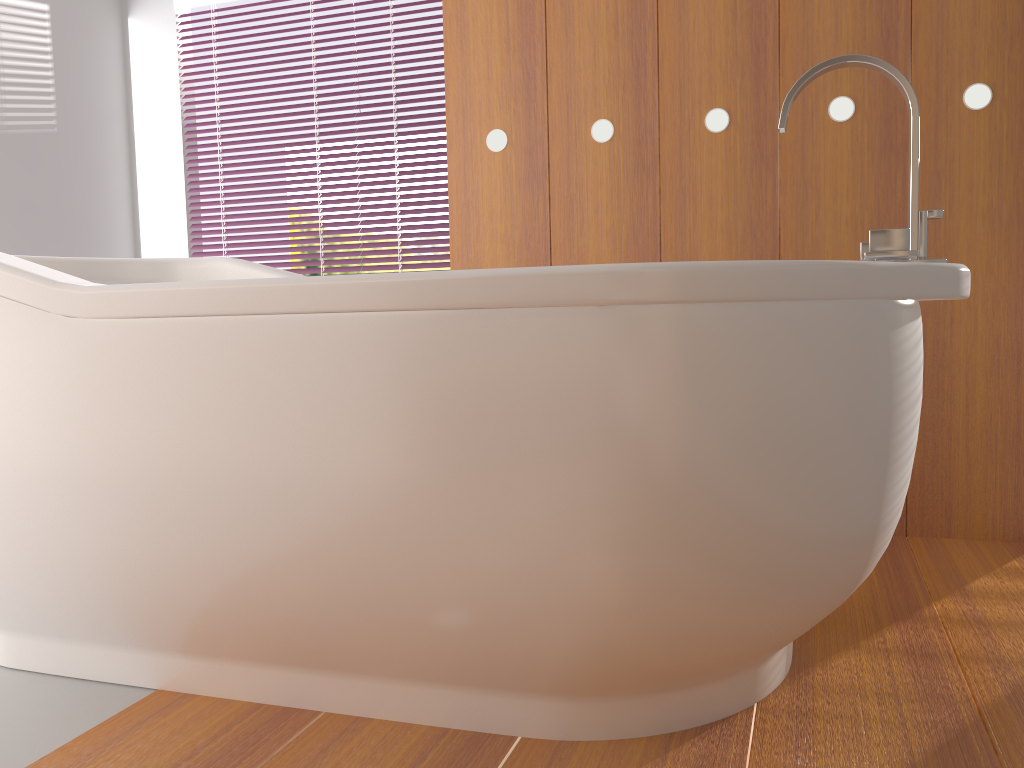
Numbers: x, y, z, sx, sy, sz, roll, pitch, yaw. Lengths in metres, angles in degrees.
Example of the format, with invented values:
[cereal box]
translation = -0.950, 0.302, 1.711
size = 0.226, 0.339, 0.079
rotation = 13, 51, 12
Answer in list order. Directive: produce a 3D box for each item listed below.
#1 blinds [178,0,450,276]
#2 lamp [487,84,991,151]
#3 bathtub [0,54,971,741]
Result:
[blinds]
translation = 0.634, -0.797, 3.656
size = 4.712, 2.022, 0.032
rotation = 0, 5, 19
[lamp]
translation = 0.490, -0.630, 2.120
size = 1.169, 0.052, 0.001
rotation = 0, 5, 19
[bathtub]
translation = -0.241, -0.026, 1.553
size = 1.874, 0.900, 0.888
rotation = 0, 5, 19
